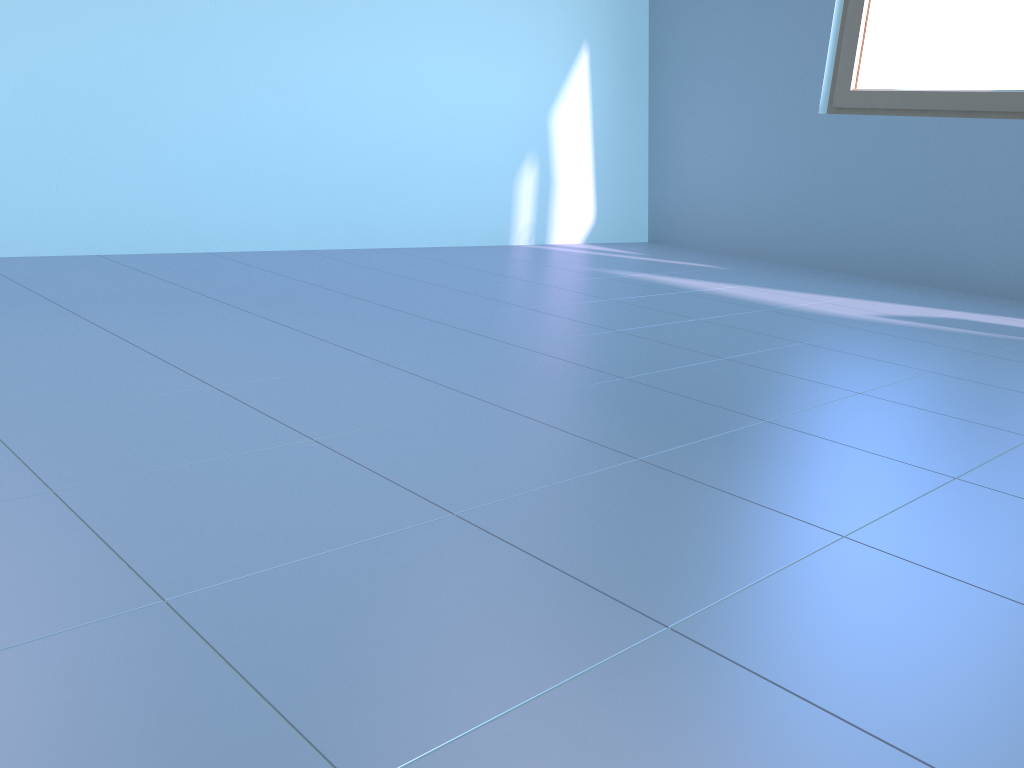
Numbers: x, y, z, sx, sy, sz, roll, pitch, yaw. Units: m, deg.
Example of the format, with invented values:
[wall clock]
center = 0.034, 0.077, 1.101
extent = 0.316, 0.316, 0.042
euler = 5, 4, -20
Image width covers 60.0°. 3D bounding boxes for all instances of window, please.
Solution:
[window]
center = 2.037, -1.709, 3.527
extent = 0.142, 1.263, 1.475
euler = -10, 21, -42
